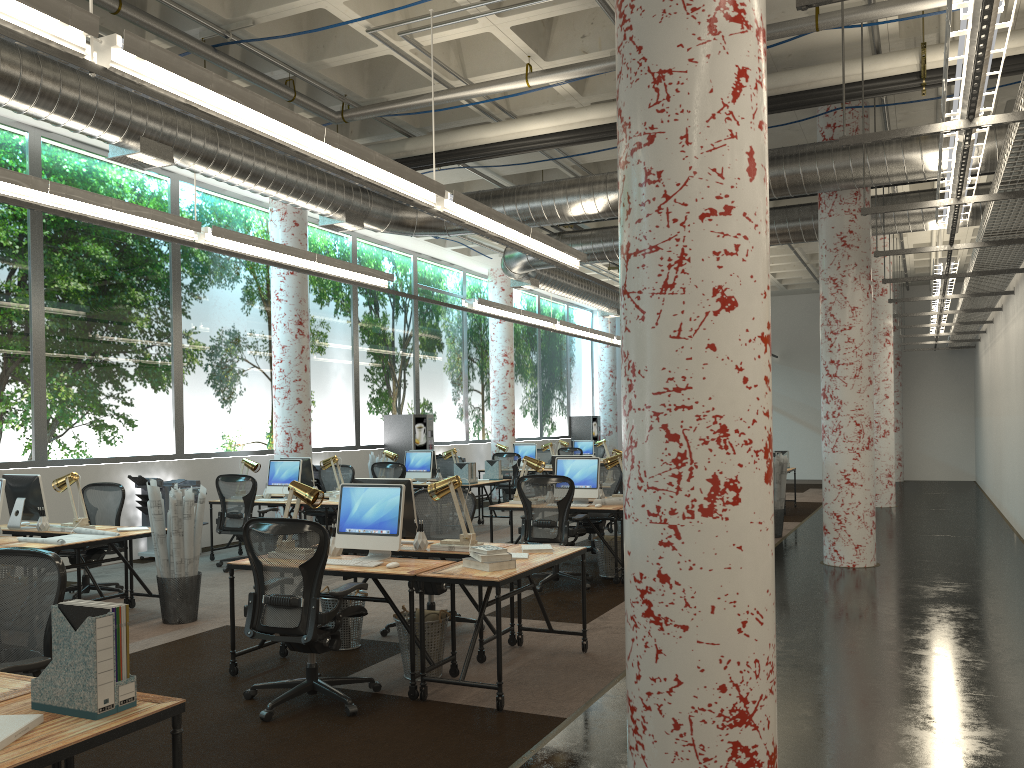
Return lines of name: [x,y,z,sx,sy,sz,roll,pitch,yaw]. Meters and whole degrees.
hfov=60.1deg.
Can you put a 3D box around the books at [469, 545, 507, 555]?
books: [-0.143,0.989,5.287,0.153,0.030,0.185,1,-3,-37]

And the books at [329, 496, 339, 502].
books: [-1.982,1.340,10.312,0.200,0.050,0.272,1,-3,-38]

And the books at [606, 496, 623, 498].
books: [1.197,1.229,9.530,0.309,0.038,0.225,-2,-3,25]

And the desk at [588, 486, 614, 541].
desk: [2.189,1.742,12.180,1.941,0.724,1.401,-2,-2,25]

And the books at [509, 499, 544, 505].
books: [0.154,1.237,9.302,0.309,0.038,0.225,-2,-3,25]

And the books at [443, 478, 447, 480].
books: [-0.902,1.499,13.957,0.309,0.038,0.225,-2,-3,25]

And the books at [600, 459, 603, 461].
books: [2.152,1.759,20.514,0.309,0.038,0.225,-2,-3,25]

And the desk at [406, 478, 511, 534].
desk: [-1.173,1.876,13.737,1.941,0.724,1.401,-2,-2,25]

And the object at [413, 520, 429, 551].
object: [-0.626,1.034,6.065,0.101,0.209,0.101,-1,0,-20]

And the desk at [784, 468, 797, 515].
desk: [3.958,1.882,15.746,1.941,0.724,1.401,-2,-2,25]

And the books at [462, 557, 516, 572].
books: [-0.139,1.066,5.270,0.200,0.050,0.272,1,-3,-38]

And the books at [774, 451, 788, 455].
books: [4.847,1.356,15.927,0.234,0.310,0.068,-1,0,25]

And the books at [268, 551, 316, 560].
books: [-1.420,1.121,5.853,0.309,0.038,0.225,-2,-3,25]

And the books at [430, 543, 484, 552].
books: [-0.377,1.114,6.082,0.309,0.038,0.225,-2,-3,25]

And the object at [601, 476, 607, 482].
object: [1.961,2.266,20.007,0.359,0.435,0.353,-1,-1,21]

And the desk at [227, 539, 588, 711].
desk: [-0.648,1.490,5.863,1.941,0.724,1.401,-2,-2,25]

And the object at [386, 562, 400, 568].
object: [-0.714,1.089,5.337,0.059,0.029,0.106,-2,-3,26]

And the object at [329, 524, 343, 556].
object: [-1.174,1.034,5.870,0.101,0.209,0.101,-1,0,-20]

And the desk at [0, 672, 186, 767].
desk: [-2.182,1.359,2.560,1.941,0.724,1.401,-2,-2,25]

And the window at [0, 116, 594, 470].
window: [-3.135,-0.777,14.362,0.050,3.761,26.211,-1,-2,25]

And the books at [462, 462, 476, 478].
books: [-0.649,1.319,13.136,0.234,0.310,0.068,-1,0,25]

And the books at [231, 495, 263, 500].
books: [-3.264,1.394,10.896,0.309,0.038,0.225,-2,-3,25]

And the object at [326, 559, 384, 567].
object: [-1.009,1.107,5.482,0.439,0.017,0.118,-2,-3,25]

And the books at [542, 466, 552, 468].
books: [0.781,1.642,17.570,0.309,0.038,0.225,-2,-3,25]

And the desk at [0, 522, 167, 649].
desk: [-4.089,1.627,7.475,1.941,0.724,1.401,-2,-2,25]

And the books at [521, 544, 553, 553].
books: [0.166,1.107,5.961,0.200,0.024,0.235,-1,-3,-2]

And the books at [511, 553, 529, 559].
books: [-0.018,1.099,5.666,0.243,0.019,0.205,-1,-3,2]

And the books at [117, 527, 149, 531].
books: [-3.269,1.251,7.637,0.243,0.019,0.205,0,-3,-28]

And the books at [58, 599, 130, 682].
books: [-1.294,0.834,2.742,0.234,0.310,0.068,-1,0,25]

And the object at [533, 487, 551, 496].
object: [-0.268,2.105,15.800,0.366,0.437,3.410,-2,-3,34]

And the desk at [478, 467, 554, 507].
desk: [0.510,2.019,17.351,1.941,0.724,1.401,-2,-2,25]

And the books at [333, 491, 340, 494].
books: [-1.987,1.262,10.329,0.153,0.030,0.185,1,-3,-37]

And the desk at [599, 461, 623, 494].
desk: [1.881,2.135,20.295,1.941,0.724,1.401,-2,-2,25]

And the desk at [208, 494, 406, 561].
desk: [-2.492,1.763,10.905,1.941,0.724,1.401,-2,-2,25]

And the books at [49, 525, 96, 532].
books: [-3.818,1.251,7.694,0.309,0.038,0.225,-2,-3,25]

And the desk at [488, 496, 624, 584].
desk: [0.926,1.606,9.311,1.941,0.724,1.401,-2,-2,25]

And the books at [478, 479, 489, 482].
books: [-0.451,1.485,13.636,0.200,0.024,0.235,-1,-3,-2]

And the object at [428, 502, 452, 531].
object: [-1.093,2.006,13.449,0.359,0.435,0.353,-1,-1,21]

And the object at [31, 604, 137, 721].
object: [-1.311,0.839,2.707,0.281,0.302,0.150,-2,0,25]

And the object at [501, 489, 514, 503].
object: [-0.053,2.199,17.855,0.359,0.435,0.353,-1,-1,21]

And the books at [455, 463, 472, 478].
books: [-0.711,1.314,13.002,0.234,0.310,0.068,-1,0,25]

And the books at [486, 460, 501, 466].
books: [-0.284,1.350,13.918,0.234,0.310,0.068,-1,0,25]

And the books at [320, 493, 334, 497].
books: [-2.221,1.387,11.125,0.309,0.038,0.225,-2,-3,25]

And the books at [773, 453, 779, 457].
books: [4.420,1.320,15.010,0.234,0.310,0.068,-1,0,25]

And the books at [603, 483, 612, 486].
books: [1.417,1.373,12.170,0.309,0.038,0.225,-2,-3,25]

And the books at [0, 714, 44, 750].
books: [-1.461,0.969,2.459,0.200,0.024,0.235,-1,-3,-2]

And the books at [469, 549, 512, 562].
books: [-0.130,1.020,5.295,0.193,0.044,0.257,0,-3,-18]

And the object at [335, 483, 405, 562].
object: [-0.895,0.881,5.672,0.484,0.485,0.189,-2,0,25]

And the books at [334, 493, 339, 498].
books: [-1.973,1.293,10.337,0.193,0.044,0.257,0,-3,-18]
